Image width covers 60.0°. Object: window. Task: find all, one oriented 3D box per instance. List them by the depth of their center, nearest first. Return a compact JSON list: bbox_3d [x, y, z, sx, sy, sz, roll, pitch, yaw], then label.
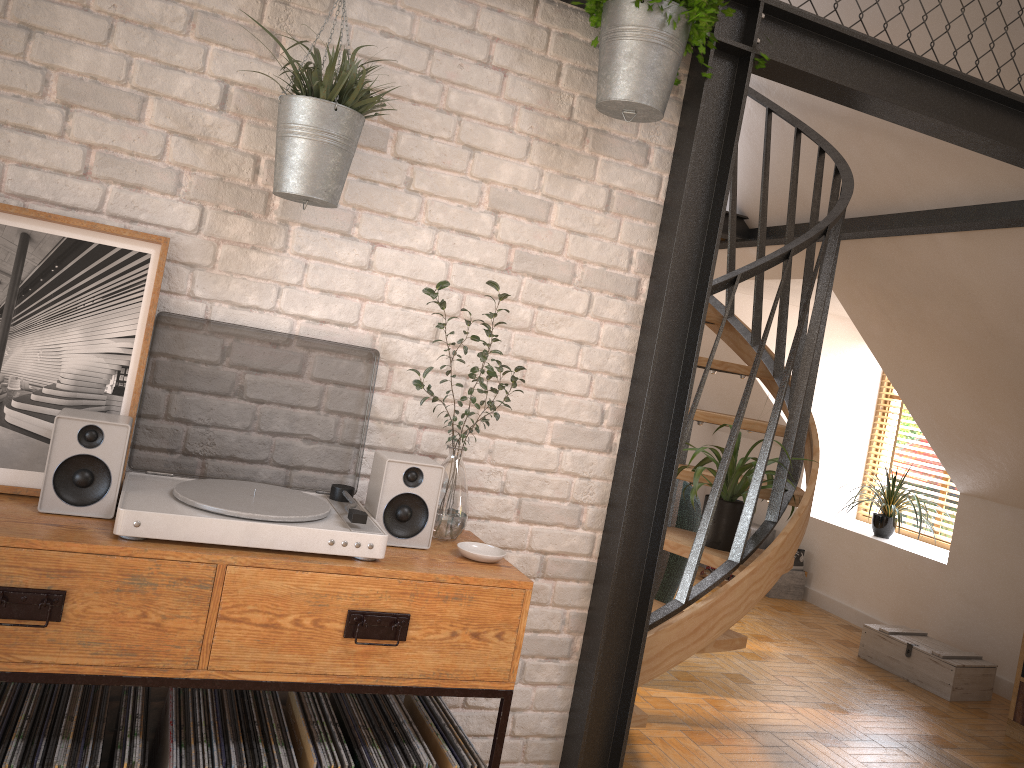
[{"bbox_3d":[0.596,-0.771,2.074,8.607,4.467,7.807,10,1,-22],"label":"window"}]

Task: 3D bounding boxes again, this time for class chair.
[{"bbox_3d":[0.423,0.894,4.467,0.897,0.964,0.901,10,1,-36],"label":"chair"}]

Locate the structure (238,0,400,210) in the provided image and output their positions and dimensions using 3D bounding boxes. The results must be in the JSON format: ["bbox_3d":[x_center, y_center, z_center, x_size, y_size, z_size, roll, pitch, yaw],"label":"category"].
[{"bbox_3d":[-0.426,-0.645,1.938,0.359,0.535,0.385,11,0,-12],"label":"structure"}]

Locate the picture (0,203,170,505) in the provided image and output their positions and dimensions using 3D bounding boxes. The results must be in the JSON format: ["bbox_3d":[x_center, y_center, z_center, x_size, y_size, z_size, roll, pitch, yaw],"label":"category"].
[{"bbox_3d":[-0.977,-0.066,1.831,0.409,0.576,0.127,10,0,-21],"label":"picture"}]

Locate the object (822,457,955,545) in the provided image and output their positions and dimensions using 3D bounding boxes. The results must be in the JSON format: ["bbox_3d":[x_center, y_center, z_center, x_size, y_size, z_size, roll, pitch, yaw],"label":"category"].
[{"bbox_3d":[2.745,0.820,6.425,1.017,0.584,0.922,11,1,-4],"label":"object"}]

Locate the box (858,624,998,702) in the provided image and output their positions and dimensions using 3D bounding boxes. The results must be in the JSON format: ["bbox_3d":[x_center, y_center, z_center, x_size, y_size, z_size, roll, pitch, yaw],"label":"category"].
[{"bbox_3d":[2.416,1.615,5.194,0.375,0.218,0.644,10,2,-27],"label":"box"}]

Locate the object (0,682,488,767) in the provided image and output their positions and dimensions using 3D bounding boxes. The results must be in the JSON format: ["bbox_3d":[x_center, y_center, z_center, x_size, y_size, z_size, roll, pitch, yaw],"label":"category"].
[{"bbox_3d":[-0.772,0.954,1.813,1.309,0.574,0.406,10,1,-21],"label":"object"}]

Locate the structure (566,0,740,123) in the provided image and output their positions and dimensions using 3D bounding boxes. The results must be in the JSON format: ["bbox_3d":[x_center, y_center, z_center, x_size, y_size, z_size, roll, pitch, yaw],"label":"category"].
[{"bbox_3d":[0.350,-0.968,2.189,0.438,0.652,0.422,11,0,9],"label":"structure"}]

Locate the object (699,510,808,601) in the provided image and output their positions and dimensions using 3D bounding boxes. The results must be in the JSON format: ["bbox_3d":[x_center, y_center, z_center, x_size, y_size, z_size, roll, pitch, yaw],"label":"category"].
[{"bbox_3d":[1.726,1.315,7.090,0.695,0.429,1.159,10,2,-22],"label":"object"}]

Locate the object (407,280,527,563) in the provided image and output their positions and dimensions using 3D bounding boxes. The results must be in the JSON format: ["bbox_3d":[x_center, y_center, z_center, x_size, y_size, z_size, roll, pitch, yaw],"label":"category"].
[{"bbox_3d":[-0.113,0.065,2.066,0.295,0.621,0.291,11,0,-6],"label":"object"}]

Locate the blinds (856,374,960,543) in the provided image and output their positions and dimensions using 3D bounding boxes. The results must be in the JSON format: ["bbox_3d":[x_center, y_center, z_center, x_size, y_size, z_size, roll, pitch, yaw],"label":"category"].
[{"bbox_3d":[3.161,0.372,6.524,0.069,1.485,1.434,11,1,-22],"label":"blinds"}]

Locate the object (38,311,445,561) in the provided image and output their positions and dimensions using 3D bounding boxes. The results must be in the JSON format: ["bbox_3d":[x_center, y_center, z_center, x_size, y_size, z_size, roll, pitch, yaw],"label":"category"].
[{"bbox_3d":[-0.527,0.098,1.884,0.785,0.415,0.416,10,1,-21],"label":"object"}]

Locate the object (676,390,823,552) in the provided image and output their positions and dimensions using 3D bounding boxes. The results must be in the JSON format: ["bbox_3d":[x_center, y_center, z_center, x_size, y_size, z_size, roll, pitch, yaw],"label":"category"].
[{"bbox_3d":[0.773,0.287,3.192,0.526,0.592,0.459,10,1,-34],"label":"object"}]

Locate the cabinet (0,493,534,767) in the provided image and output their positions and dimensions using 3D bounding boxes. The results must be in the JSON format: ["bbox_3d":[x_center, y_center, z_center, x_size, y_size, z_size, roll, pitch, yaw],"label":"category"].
[{"bbox_3d":[-0.692,0.771,1.818,1.261,0.964,0.457,10,0,-21],"label":"cabinet"}]

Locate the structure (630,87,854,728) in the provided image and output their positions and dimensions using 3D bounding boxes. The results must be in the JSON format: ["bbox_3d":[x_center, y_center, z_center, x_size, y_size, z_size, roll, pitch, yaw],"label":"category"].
[{"bbox_3d":[0.531,-0.491,3.728,1.626,3.819,2.250,11,0,-7],"label":"structure"}]

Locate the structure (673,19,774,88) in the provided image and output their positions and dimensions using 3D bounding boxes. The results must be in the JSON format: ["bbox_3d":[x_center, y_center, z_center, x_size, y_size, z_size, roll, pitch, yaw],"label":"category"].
[{"bbox_3d":[0.530,-1.722,2.394,1.301,1.871,0.459,10,0,-25],"label":"structure"}]

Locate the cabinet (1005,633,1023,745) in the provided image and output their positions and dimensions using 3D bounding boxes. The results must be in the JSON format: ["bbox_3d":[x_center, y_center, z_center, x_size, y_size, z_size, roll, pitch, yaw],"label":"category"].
[{"bbox_3d":[3.094,1.580,3.735,0.595,0.634,1.763,10,2,-22],"label":"cabinet"}]
